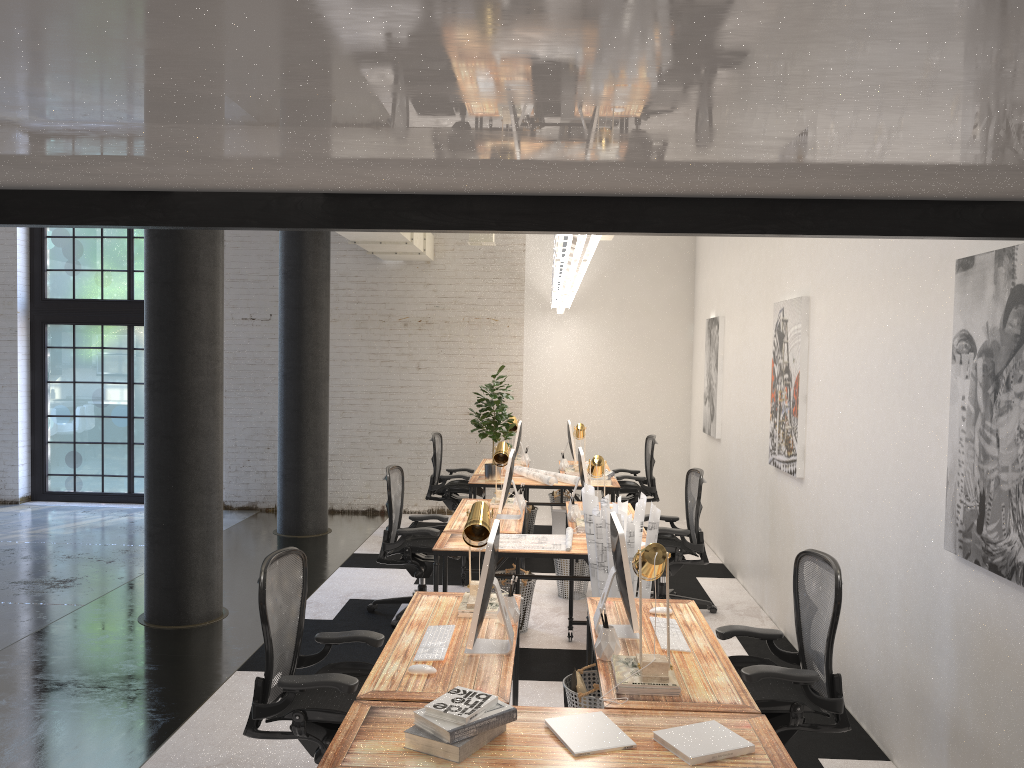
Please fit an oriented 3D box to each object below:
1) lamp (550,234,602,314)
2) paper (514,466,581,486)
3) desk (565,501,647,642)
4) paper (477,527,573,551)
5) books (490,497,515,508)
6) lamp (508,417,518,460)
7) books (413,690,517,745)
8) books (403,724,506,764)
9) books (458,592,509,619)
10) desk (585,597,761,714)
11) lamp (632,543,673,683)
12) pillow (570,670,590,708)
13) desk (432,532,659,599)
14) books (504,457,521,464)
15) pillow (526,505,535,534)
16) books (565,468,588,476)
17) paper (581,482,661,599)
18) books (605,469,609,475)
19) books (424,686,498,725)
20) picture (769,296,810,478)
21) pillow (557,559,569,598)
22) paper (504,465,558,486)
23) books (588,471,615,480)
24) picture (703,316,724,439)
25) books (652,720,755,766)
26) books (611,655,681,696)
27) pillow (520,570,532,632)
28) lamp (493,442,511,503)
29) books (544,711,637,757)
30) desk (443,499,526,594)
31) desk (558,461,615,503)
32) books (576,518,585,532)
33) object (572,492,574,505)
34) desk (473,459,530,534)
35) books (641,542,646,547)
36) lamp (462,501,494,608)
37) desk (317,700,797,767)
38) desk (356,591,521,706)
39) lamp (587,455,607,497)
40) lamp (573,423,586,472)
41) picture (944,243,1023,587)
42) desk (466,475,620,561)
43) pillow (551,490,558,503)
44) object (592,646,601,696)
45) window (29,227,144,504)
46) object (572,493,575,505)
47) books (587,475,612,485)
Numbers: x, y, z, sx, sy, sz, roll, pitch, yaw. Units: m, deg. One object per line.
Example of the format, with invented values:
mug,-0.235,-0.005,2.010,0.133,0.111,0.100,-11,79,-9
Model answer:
lamp,0.426,-2.072,6.375,0.226,2.866,7.297,1,2,2
paper,0.321,0.859,8.448,0.083,0.082,1.133,0,2,-33
desk,0.667,1.349,6.585,0.529,0.725,1.400,1,2,2
paper,0.099,0.982,5.652,0.626,0.061,0.567,1,2,0
books,-0.055,0.939,7.024,0.225,0.038,0.308,1,2,2
lamp,0.003,0.586,9.641,0.126,0.470,0.344,1,2,2
books,-0.143,1.020,2.723,0.257,0.044,0.193,0,2,-40
books,-0.171,1.066,2.724,0.200,0.050,0.271,2,2,30
books,-0.127,1.028,4.131,0.225,0.038,0.308,1,2,2
desk,0.595,1.438,3.692,0.529,0.725,1.400,1,2,2
lamp,0.520,0.815,3.295,0.127,0.470,0.344,1,2,3
pillow,0.332,1.577,4.176,0.119,0.407,0.239,1,2,3
desk,0.211,1.370,5.635,1.401,0.725,0.529,1,2,2
books,0.029,0.836,9.702,0.225,0.038,0.308,1,2,2
pillow,0.162,1.408,8.834,0.119,0.407,0.239,1,2,3
books,0.642,0.875,8.829,0.225,0.038,0.308,1,2,2
paper,0.611,1.159,5.061,0.412,1.199,0.440,0,3,-20
books,0.817,0.814,8.237,0.153,0.030,0.185,1,2,0
books,-0.155,0.988,2.730,0.153,0.030,0.185,2,2,30
picture,1.913,0.011,6.149,0.049,1.184,0.730,1,2,2
pillow,0.405,1.489,7.070,0.119,0.407,0.239,1,2,3
paper,0.153,0.855,8.455,0.083,0.082,1.133,0,2,-23
books,0.831,0.845,8.237,0.193,0.044,0.257,2,2,20
picture,2.025,-0.073,8.929,0.049,1.184,0.730,1,2,2
books,0.584,1.094,2.711,0.235,0.024,0.200,0,2,-24
books,0.486,1.066,3.258,0.225,0.038,0.308,1,2,2
pillow,0.078,1.511,6.156,0.119,0.407,0.239,1,2,3
lamp,-0.080,0.690,6.963,0.127,0.470,0.344,1,2,3
books,0.240,1.089,2.767,0.205,0.019,0.243,0,2,-20
desk,-0.179,1.332,6.626,0.529,0.725,1.400,1,2,2
desk,0.752,1.246,9.263,0.529,0.725,1.400,1,2,2
books,0.558,0.978,6.151,0.225,0.038,0.308,1,2,2
object,0.442,0.884,6.383,0.008,0.207,0.054,0,3,-15
desk,-0.094,1.229,9.303,0.529,0.725,1.400,1,2,2
books,0.717,1.009,5.624,0.243,0.019,0.205,3,2,40
lamp,-0.153,0.778,4.070,0.126,0.470,0.344,1,2,3
desk,0.139,1.458,2.742,1.401,0.725,0.529,1,2,2
desk,-0.251,1.420,3.732,0.529,0.725,1.400,1,2,2
lamp,0.592,0.726,6.189,0.127,0.470,0.344,1,2,3
lamp,0.677,0.623,8.867,0.126,0.470,0.344,1,2,3
picture,1.797,0.098,3.255,0.049,1.184,0.730,1,2,2
desk,0.296,1.267,8.313,1.401,0.725,0.529,1,2,2
pillow,0.489,1.385,9.747,0.119,0.407,0.239,1,2,3
object,0.616,1.571,5.059,0.353,0.399,0.353,-1,3,-43
window,-4.697,-1.059,10.924,2.491,5.183,0.137,1,3,2
object,0.449,0.885,6.355,0.054,0.207,0.008,-1,3,-33
books,0.807,0.892,8.225,0.200,0.050,0.271,1,2,0
